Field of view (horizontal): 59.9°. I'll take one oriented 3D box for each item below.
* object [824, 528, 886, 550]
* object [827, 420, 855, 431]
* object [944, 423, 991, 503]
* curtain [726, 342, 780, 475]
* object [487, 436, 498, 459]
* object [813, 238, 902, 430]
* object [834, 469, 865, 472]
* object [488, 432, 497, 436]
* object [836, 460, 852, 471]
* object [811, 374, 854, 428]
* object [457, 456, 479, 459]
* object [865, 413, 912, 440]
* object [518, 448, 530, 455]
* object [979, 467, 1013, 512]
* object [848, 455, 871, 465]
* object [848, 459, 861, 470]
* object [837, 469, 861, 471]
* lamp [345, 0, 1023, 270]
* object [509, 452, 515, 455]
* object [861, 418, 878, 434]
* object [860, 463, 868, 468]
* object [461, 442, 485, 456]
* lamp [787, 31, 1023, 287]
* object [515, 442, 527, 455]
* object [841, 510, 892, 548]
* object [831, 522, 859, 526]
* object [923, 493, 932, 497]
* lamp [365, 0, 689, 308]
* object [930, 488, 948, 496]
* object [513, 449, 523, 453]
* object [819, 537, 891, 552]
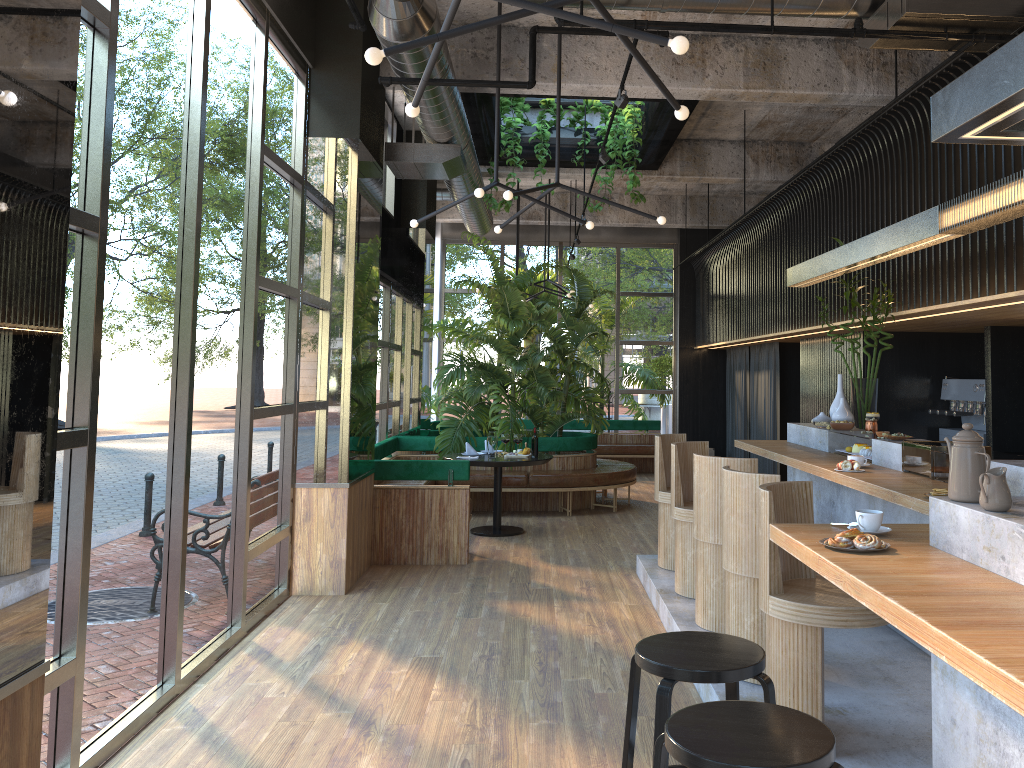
[{"bbox_3d":[1.050,0.473,2.705,0.155,0.053,0.160,1,0,43],"label":"object"},{"bbox_3d":[2.316,0.289,6.257,0.189,0.073,0.231,1,0,19],"label":"object"},{"bbox_3d":[1.376,0.236,2.693,0.123,0.235,0.205,3,-3,-32],"label":"object"},{"bbox_3d":[3.447,0.438,12.893,0.122,2.065,3.253,1,-1,1],"label":"curtain"},{"bbox_3d":[-0.192,0.619,8.661,0.101,0.210,0.109,-1,-4,34],"label":"object"},{"bbox_3d":[2.567,-0.299,6.536,0.643,1.555,0.609,-2,-4,37],"label":"object"},{"bbox_3d":[1.890,0.483,4.970,0.164,0.005,0.169,1,1,11],"label":"object"},{"bbox_3d":[-0.195,0.598,8.830,0.095,0.246,0.089,2,-4,-18],"label":"object"},{"bbox_3d":[1.853,0.453,4.958,0.061,0.059,0.073,1,-1,-10],"label":"object"},{"bbox_3d":[2.392,0.127,6.513,0.331,0.399,0.304,3,-3,-42],"label":"object"},{"bbox_3d":[-0.409,0.711,8.652,0.256,0.019,0.156,1,1,-2],"label":"object"},{"bbox_3d":[2.326,0.265,5.638,0.209,0.135,0.806,1,0,8],"label":"object"},{"bbox_3d":[0.121,0.673,8.911,0.099,0.064,0.162,1,0,-30],"label":"object"},{"bbox_3d":[1.349,0.294,2.489,0.099,0.120,0.087,1,-2,7],"label":"object"},{"bbox_3d":[2.024,0.447,5.168,0.136,0.064,0.107,1,-1,-22],"label":"object"},{"bbox_3d":[1.906,0.453,4.977,0.073,0.060,0.125,2,-1,-31],"label":"object"},{"bbox_3d":[1.889,0.480,4.966,0.117,0.005,0.125,1,1,38],"label":"object"},{"bbox_3d":[0.835,-2.211,9.309,3.812,1.535,9.949,1,0,-2],"label":"lamp"},{"bbox_3d":[0.016,0.697,8.904,0.102,0.013,0.221,1,1,5],"label":"object"},{"bbox_3d":[2.368,0.277,5.894,0.086,0.107,0.160,-1,-2,45],"label":"object"},{"bbox_3d":[2.002,0.475,5.167,0.162,0.020,0.159,1,1,-4],"label":"object"},{"bbox_3d":[-0.391,0.654,8.913,0.239,0.139,0.226,1,-1,-17],"label":"object"},{"bbox_3d":[3.521,-1.821,4.229,5.035,2.139,6.651,1,0,-6],"label":"lamp"},{"bbox_3d":[0.091,0.643,8.821,0.144,0.124,0.097,1,-2,-20],"label":"object"},{"bbox_3d":[1.092,0.461,2.850,0.174,0.073,0.433,1,0,35],"label":"object"},{"bbox_3d":[1.144,0.482,3.050,0.030,0.027,0.131,1,0,-22],"label":"object"},{"bbox_3d":[1.867,0.490,3.858,0.156,0.013,0.143,0,1,-30],"label":"object"},{"bbox_3d":[1.732,-1.997,5.089,5.107,1.828,18.783,1,1,1],"label":"lamp"},{"bbox_3d":[1.870,0.475,3.861,0.093,0.041,0.147,1,0,33],"label":"object"},{"bbox_3d":[0.094,0.685,9.010,0.193,0.038,0.063,1,0,32],"label":"object"},{"bbox_3d":[1.046,0.492,2.711,0.197,0.013,0.214,1,1,35],"label":"object"}]
